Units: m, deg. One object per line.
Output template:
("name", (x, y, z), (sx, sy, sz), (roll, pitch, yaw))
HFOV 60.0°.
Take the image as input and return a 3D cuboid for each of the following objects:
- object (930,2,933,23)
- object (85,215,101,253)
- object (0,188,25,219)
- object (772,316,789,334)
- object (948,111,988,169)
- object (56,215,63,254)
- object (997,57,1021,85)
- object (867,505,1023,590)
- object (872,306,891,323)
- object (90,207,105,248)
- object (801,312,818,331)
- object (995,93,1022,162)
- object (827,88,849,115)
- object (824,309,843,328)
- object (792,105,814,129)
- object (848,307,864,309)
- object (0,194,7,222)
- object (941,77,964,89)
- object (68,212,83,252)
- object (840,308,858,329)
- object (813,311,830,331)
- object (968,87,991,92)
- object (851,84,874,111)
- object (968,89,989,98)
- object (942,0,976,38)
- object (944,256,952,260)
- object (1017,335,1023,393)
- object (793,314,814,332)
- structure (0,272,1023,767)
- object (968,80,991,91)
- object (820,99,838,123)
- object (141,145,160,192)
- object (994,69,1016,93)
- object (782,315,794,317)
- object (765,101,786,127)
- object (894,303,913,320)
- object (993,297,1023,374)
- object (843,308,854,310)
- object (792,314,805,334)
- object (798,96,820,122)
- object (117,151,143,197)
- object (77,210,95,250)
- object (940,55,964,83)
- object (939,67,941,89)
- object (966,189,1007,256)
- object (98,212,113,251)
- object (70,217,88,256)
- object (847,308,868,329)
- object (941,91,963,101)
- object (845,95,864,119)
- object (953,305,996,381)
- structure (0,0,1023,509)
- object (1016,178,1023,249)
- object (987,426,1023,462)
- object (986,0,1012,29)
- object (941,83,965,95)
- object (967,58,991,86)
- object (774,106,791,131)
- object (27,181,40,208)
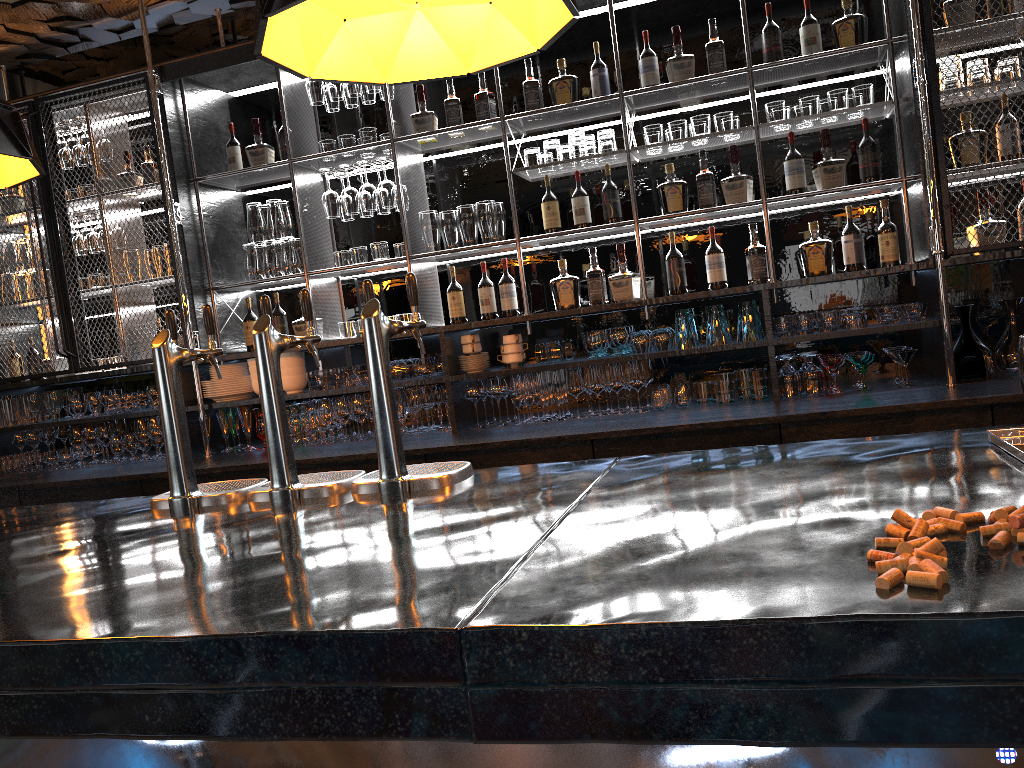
("object", (1.736, -1.606, 3.778), (0.086, 0.299, 0.086), (-9, 4, -24))
("object", (-2.419, -0.864, 5.113), (0.081, 0.213, 0.081), (-6, 4, 22))
("object", (-2.906, -1.091, 5.152), (0.108, 0.244, 0.108), (-7, 3, 5))
("object", (1.231, -0.264, 4.039), (0.084, 0.082, 0.084), (-8, 3, -9))
("object", (1.939, -1.029, 3.768), (0.151, 0.248, 0.094), (-6, 4, 26))
("object", (-2.550, -0.840, 5.002), (0.081, 0.213, 0.081), (-6, 4, 22))
("object", (2.042, -1.288, 3.647), (0.089, 0.092, 0.089), (-9, 4, -23))
("object", (0.562, 0.196, 1.136), (0.377, 0.045, 0.198), (-10, 4, -35))
("object", (1.662, -0.309, 3.957), (0.088, 0.070, 0.098), (-7, 3, 1))
("object", (-2.290, -0.869, 4.924), (0.081, 0.213, 0.081), (-6, 4, 22))
("object", (1.376, -0.284, 4.070), (0.084, 0.082, 0.084), (-7, 3, 12))
("object", (2.087, -1.072, 3.736), (0.086, 0.298, 0.086), (-9, 4, -24))
("object", (1.411, -1.218, 3.831), (0.089, 0.092, 0.089), (-10, 4, -34))
("object", (1.473, -0.295, 4.048), (0.084, 0.082, 0.084), (-10, 4, -34))
("object", (1.330, -1.220, 4.044), (0.089, 0.092, 0.089), (-7, 3, 2))
("object", (1.559, -0.305, 4.021), (0.084, 0.082, 0.084), (-9, 4, -23))
("object", (-3.045, -1.088, 5.233), (0.075, 0.260, 0.075), (-9, 4, -24))
("object", (1.832, -1.286, 3.695), (0.089, 0.092, 0.089), (-4, 5, 42))
("object", (-2.459, -0.850, 4.975), (0.081, 0.213, 0.081), (-6, 4, 22))
("object", (1.476, -0.285, 3.870), (0.084, 0.082, 0.084), (-6, 4, 23))
("object", (1.404, -0.283, 3.992), (0.084, 0.082, 0.084), (-6, 3, 14))
("object", (2.013, -1.315, 3.831), (0.089, 0.092, 0.089), (-7, 3, 2))
("object", (1.508, -1.229, 3.808), (0.089, 0.092, 0.089), (-7, 3, 2))
("object", (2.016, -1.295, 3.832), (0.089, 0.092, 0.089), (-9, 4, -23))
("object", (1.872, -1.610, 3.718), (0.123, 0.279, 0.123), (-6, 4, 25))
("object", (1.843, -0.681, 3.838), (0.086, 0.298, 0.086), (-9, 4, -24))
("object", (1.029, 0.007, 1.691), (0.105, 0.209, 0.105), (-4, 5, 41))
("object", (1.295, -0.265, 3.927), (0.084, 0.082, 0.084), (-5, 4, 34))
("structure", (-0.810, 0.661, 1.944), (6.009, 1.685, 1.214), (-6, 4, 17))
("object", (1.941, -1.277, 3.690), (0.089, 0.092, 0.089), (-4, 5, 42))
("object", (1.423, -1.229, 3.991), (0.089, 0.092, 0.089), (-7, 3, 2))
("object", (-1.997, -1.188, 4.892), (0.073, 0.246, 0.072), (-7, 3, 2))
("object", (2.110, -1.305, 3.797), (0.089, 0.092, 0.089), (-4, 5, 42))
("object", (1.286, -0.274, 4.103), (0.084, 0.082, 0.084), (-5, 4, 28))
("object", (1.165, -1.191, 3.913), (0.089, 0.092, 0.089), (-7, 3, 2))
("object", (1.771, -0.324, 3.981), (0.098, 0.070, 0.088), (-6, 4, 18))
("object", (2.103, -0.201, 3.712), (0.170, 0.313, 0.170), (-7, 3, 11))
("object", (1.508, -0.294, 3.946), (0.084, 0.082, 0.084), (-6, 4, 19))
("object", (1.311, -0.272, 4.011), (0.084, 0.082, 0.084), (-7, 3, -1))
("object", (1.311, -1.209, 3.900), (0.089, 0.092, 0.089), (-6, 4, 16))
("object", (-2.127, -1.172, 4.932), (0.108, 0.244, 0.108), (-7, 3, 5))
("object", (-2.377, -0.859, 4.950), (0.081, 0.213, 0.081), (-6, 4, 22))
("object", (1.828, -1.312, 3.694), (0.089, 0.092, 0.089), (-4, 5, 42))
("object", (1.889, -1.327, 3.826), (0.089, 0.092, 0.089), (-7, 3, 1))
("object", (2.011, -0.687, 3.767), (0.123, 0.279, 0.123), (-7, 3, 6))
("object", (-2.337, -0.873, 5.088), (0.081, 0.213, 0.081), (-6, 4, 22))
("object", (-2.511, -0.854, 5.140), (0.081, 0.213, 0.081), (-6, 4, 22))
("object", (1.466, -0.278, 3.771), (0.084, 0.082, 0.084), (-7, 3, -1))
("object", (1.895, -1.279, 3.828), (0.089, 0.092, 0.089), (-4, 4, 40))
("object", (1.531, -1.242, 3.971), (0.089, 0.092, 0.089), (-10, 4, -34))
("object", (1.934, -0.179, 3.763), (0.186, 0.307, 0.186), (-6, 4, 22))
("structure", (0.041, -0.522, 4.173), (6.750, 3.553, 1.143), (-6, 4, 17))
("object", (2.176, -0.718, 3.734), (0.086, 0.299, 0.086), (-9, 4, -24))
("object", (1.043, 0.108, 1.576), (0.273, 0.019, 0.437), (-6, 4, 17))
("object", (2.018, -1.638, 3.691), (0.086, 0.297, 0.086), (-9, 4, -24))
("object", (1.835, -1.264, 3.697), (0.089, 0.092, 0.089), (-4, 5, 42))
("object", (1.939, -1.297, 3.689), (0.089, 0.092, 0.089), (-4, 5, 42))
("object", (1.227, -1.207, 4.040), (0.089, 0.092, 0.089), (-9, 4, -29))
("object", (-2.775, -1.116, 5.127), (0.075, 0.261, 0.075), (-9, 4, -24))
